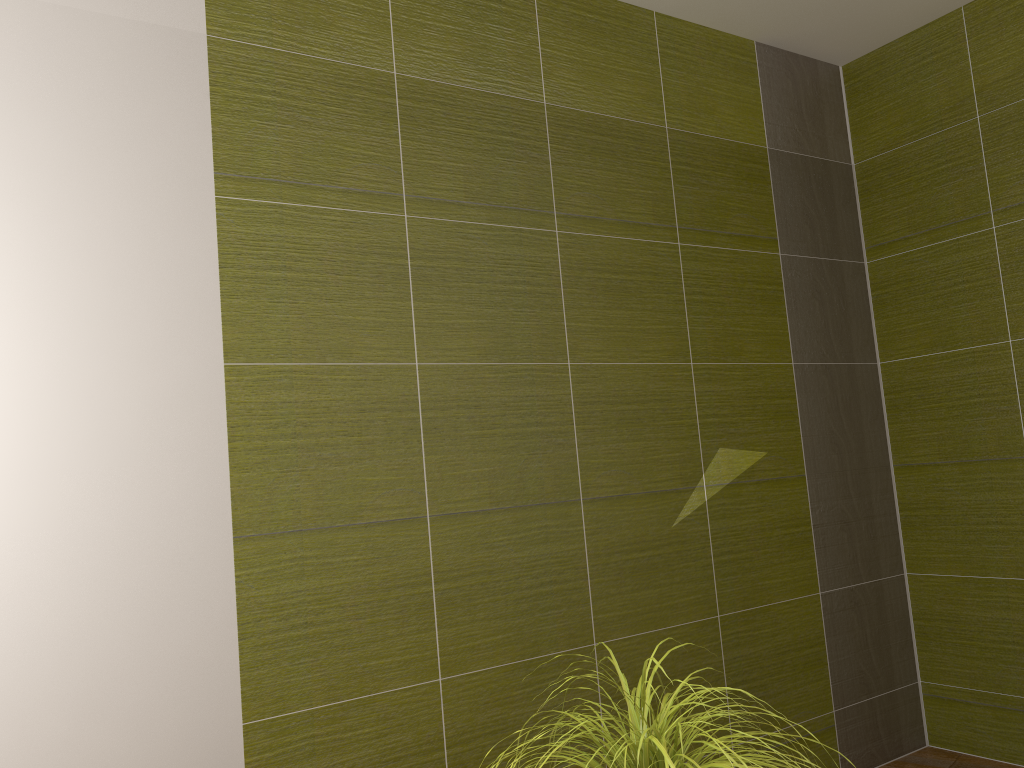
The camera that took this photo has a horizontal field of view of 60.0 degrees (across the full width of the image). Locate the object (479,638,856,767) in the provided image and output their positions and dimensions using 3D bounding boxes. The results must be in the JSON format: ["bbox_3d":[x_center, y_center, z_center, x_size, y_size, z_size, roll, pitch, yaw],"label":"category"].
[{"bbox_3d":[0.237,0.841,1.279,0.606,0.904,0.585,-8,-6,25],"label":"object"}]
